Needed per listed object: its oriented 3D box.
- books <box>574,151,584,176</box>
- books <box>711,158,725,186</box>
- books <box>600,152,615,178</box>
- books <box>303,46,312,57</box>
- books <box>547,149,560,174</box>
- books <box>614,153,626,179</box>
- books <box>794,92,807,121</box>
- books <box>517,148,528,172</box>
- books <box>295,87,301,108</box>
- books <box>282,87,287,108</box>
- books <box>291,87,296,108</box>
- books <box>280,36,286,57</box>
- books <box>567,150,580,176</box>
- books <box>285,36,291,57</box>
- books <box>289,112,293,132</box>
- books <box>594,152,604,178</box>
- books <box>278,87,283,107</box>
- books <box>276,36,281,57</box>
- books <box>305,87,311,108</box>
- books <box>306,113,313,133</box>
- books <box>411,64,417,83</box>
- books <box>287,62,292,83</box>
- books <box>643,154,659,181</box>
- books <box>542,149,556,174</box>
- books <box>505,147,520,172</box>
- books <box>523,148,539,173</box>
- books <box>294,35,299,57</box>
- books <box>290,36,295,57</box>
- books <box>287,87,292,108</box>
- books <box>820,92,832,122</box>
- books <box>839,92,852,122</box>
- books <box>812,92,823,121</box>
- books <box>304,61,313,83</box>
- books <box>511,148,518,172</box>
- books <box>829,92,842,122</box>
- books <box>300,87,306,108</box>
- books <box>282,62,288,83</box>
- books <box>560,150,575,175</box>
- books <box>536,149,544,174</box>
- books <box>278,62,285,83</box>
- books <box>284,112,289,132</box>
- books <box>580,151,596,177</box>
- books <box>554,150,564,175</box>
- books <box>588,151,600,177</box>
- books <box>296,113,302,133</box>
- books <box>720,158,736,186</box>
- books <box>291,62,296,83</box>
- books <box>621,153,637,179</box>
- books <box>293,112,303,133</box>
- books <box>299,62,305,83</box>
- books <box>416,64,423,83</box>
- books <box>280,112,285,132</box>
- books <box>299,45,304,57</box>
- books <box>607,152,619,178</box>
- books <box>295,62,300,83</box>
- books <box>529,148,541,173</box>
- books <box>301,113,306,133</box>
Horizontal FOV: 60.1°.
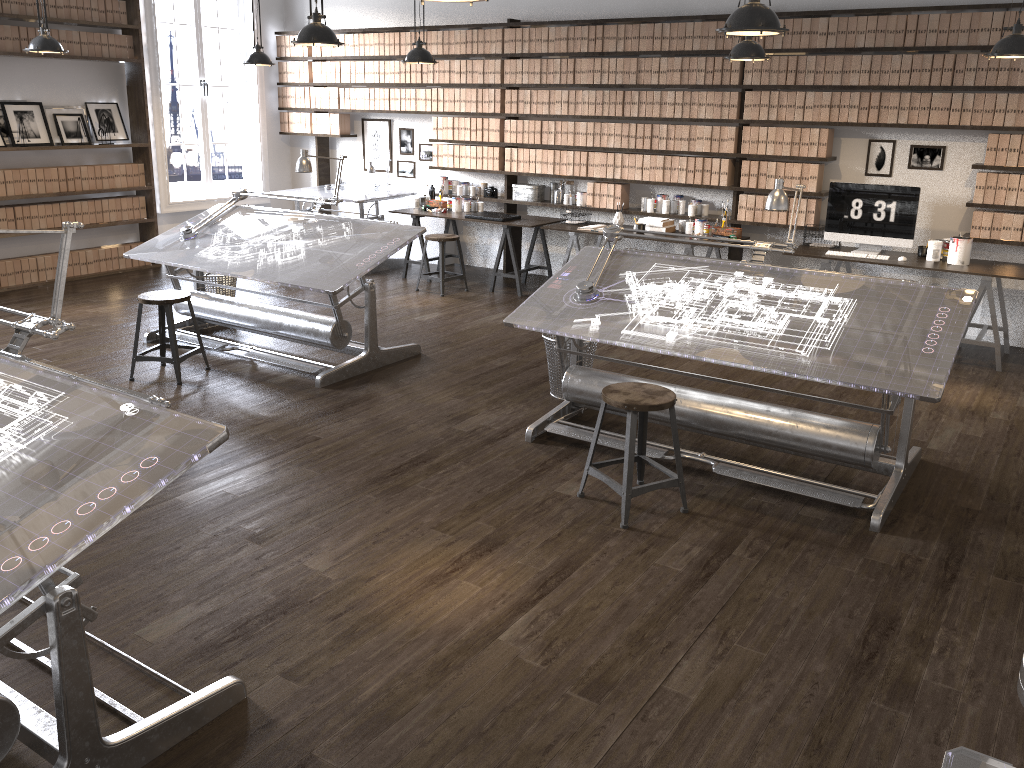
[{"bbox_3d":[0.648,-2.055,8.250,0.067,0.223,0.176,11,19,32],"label":"books"},{"bbox_3d":[1.762,-1.808,7.536,0.067,0.223,0.176,11,19,32],"label":"books"},{"bbox_3d":[0.876,-2.002,8.097,0.067,0.223,0.176,11,19,32],"label":"books"},{"bbox_3d":[-2.222,-3.737,9.800,0.067,0.222,0.176,11,19,32],"label":"books"},{"bbox_3d":[0.411,-2.105,8.393,0.067,0.223,0.176,11,19,32],"label":"books"},{"bbox_3d":[0.999,-1.976,8.023,0.067,0.223,0.176,11,19,32],"label":"books"},{"bbox_3d":[2.317,-2.209,7.051,0.067,0.223,0.176,11,19,32],"label":"books"},{"bbox_3d":[0.129,-2.169,8.579,0.067,0.223,0.176,11,19,32],"label":"books"},{"bbox_3d":[-2.361,-3.242,10.026,0.067,0.223,0.176,11,19,32],"label":"books"},{"bbox_3d":[-2.539,-3.281,10.138,0.067,0.223,0.176,11,19,32],"label":"books"},{"bbox_3d":[-2.423,-3.254,10.060,0.067,0.223,0.176,11,19,32],"label":"books"},{"bbox_3d":[-2.519,-3.802,9.985,0.067,0.223,0.176,11,19,32],"label":"books"},{"bbox_3d":[0.586,-2.067,8.283,0.067,0.223,0.176,11,19,32],"label":"books"},{"bbox_3d":[-2.457,-3.789,9.950,0.067,0.223,0.176,11,19,32],"label":"books"},{"bbox_3d":[-2.471,-3.001,10.163,0.067,0.222,0.176,11,19,32],"label":"books"},{"bbox_3d":[0.826,-2.015,8.134,0.067,0.222,0.176,11,19,32],"label":"books"},{"bbox_3d":[-2.598,-3.292,10.169,0.067,0.223,0.176,11,19,32],"label":"books"},{"bbox_3d":[-2.580,-3.815,10.023,0.067,0.223,0.176,11,19,32],"label":"books"},{"bbox_3d":[-2.236,-3.214,9.947,0.067,0.222,0.176,11,19,32],"label":"books"},{"bbox_3d":[-2.245,-2.950,10.016,0.067,0.223,0.176,11,19,32],"label":"books"},{"bbox_3d":[-0.952,-3.188,9.067,0.067,0.222,0.176,11,19,32],"label":"books"},{"bbox_3d":[-2.456,-3.524,10.016,0.067,0.222,0.176,11,19,32],"label":"books"},{"bbox_3d":[1.234,-1.924,7.874,0.067,0.222,0.176,11,19,32],"label":"books"},{"bbox_3d":[0.358,-2.118,8.432,0.067,0.222,0.176,11,19,32],"label":"books"},{"bbox_3d":[0.007,-2.193,8.649,0.067,0.223,0.176,11,19,32],"label":"books"},{"bbox_3d":[0.186,-2.156,8.541,0.067,0.223,0.176,11,19,32],"label":"books"},{"bbox_3d":[-2.340,-3.764,9.877,0.067,0.223,0.176,11,19,32],"label":"books"},{"bbox_3d":[-2.397,-3.778,9.916,0.067,0.223,0.176,11,19,32],"label":"books"},{"bbox_3d":[-2.479,-3.268,10.101,0.067,0.223,0.176,11,19,32],"label":"books"},{"bbox_3d":[2.485,-2.172,6.943,0.067,0.223,0.176,11,19,32],"label":"books"},{"bbox_3d":[2.604,-2.148,6.875,0.067,0.223,0.176,11,19,32],"label":"books"},{"bbox_3d":[2.432,-2.185,6.982,0.067,0.222,0.176,11,19,32],"label":"books"},{"bbox_3d":[-2.231,-3.475,9.877,0.067,0.223,0.176,11,19,32],"label":"books"},{"bbox_3d":[0.069,-2.181,8.613,0.067,0.223,0.176,11,19,32],"label":"books"},{"bbox_3d":[2.545,-2.161,6.912,0.067,0.223,0.176,11,19,32],"label":"books"},{"bbox_3d":[-2.301,-3.227,9.982,0.067,0.223,0.176,11,19,32],"label":"books"},{"bbox_3d":[-2.518,-3.537,10.053,0.067,0.223,0.176,11,19,32],"label":"books"},{"bbox_3d":[0.529,-2.081,8.324,0.067,0.223,0.176,11,19,32],"label":"books"},{"bbox_3d":[0.304,-2.129,8.464,0.067,0.222,0.176,11,19,32],"label":"books"},{"bbox_3d":[-2.574,-3.550,10.094,0.067,0.223,0.176,11,19,32],"label":"books"},{"bbox_3d":[-2.536,-3.013,10.198,0.067,0.223,0.176,11,19,32],"label":"books"},{"bbox_3d":[0.708,-2.040,8.205,0.067,0.223,0.176,11,19,32],"label":"books"},{"bbox_3d":[0.470,-2.094,8.362,0.067,0.223,0.176,11,19,32],"label":"books"},{"bbox_3d":[0.772,-2.027,8.171,0.067,0.222,0.176,11,19,32],"label":"books"},{"bbox_3d":[-2.367,-2.975,10.090,0.067,0.223,0.176,11,19,32],"label":"books"},{"bbox_3d":[1.828,-1.794,7.497,0.067,0.222,0.176,11,19,32],"label":"books"},{"bbox_3d":[-2.403,-3.513,9.984,0.067,0.222,0.176,11,19,32],"label":"books"},{"bbox_3d":[1.059,-1.964,7.989,0.067,0.223,0.176,11,19,32],"label":"books"},{"bbox_3d":[-2.418,-2.988,10.127,0.067,0.222,0.176,11,19,32],"label":"books"},{"bbox_3d":[-2.290,-3.488,9.914,0.067,0.223,0.176,11,19,32],"label":"books"},{"bbox_3d":[-0.893,-3.173,9.023,0.067,0.223,0.176,11,19,32],"label":"books"},{"bbox_3d":[-2.595,-3.028,10.242,0.067,0.223,0.176,11,19,32],"label":"books"},{"bbox_3d":[-2.283,-3.750,9.837,0.067,0.223,0.176,11,19,32],"label":"books"},{"bbox_3d":[0.936,-1.989,8.059,0.067,0.223,0.176,11,19,32],"label":"books"},{"bbox_3d":[-2.350,-3.499,9.945,0.067,0.223,0.176,11,19,32],"label":"books"},{"bbox_3d":[0.243,-2.142,8.501,0.067,0.223,0.176,11,19,32],"label":"books"},{"bbox_3d":[-2.307,-2.962,10.051,0.067,0.223,0.176,11,19,32],"label":"books"}]
